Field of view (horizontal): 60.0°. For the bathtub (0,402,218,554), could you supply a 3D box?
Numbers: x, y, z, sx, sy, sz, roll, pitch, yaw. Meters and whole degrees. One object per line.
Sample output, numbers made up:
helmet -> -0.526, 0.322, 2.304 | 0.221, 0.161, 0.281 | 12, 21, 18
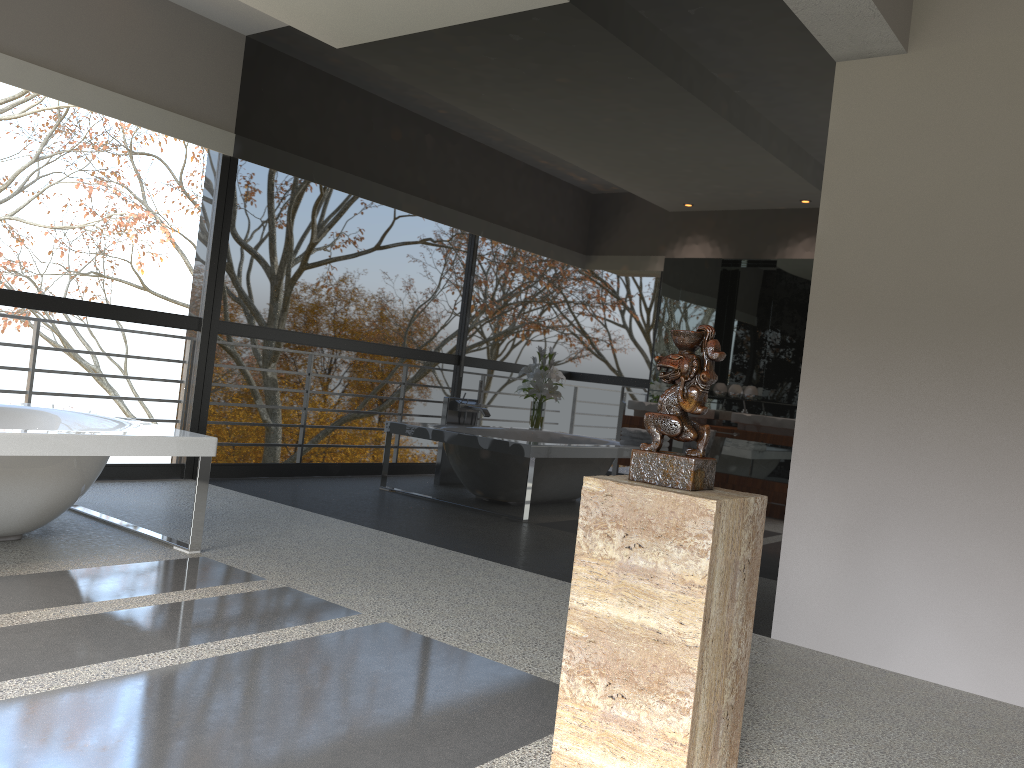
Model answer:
bathtub -> -2.420, 0.356, 3.486 | 1.328, 0.504, 1.957 | 7, 0, 37

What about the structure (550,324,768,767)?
structure -> 0.360, 0.394, 2.040 | 0.328, 1.074, 0.291 | 6, -1, 37
